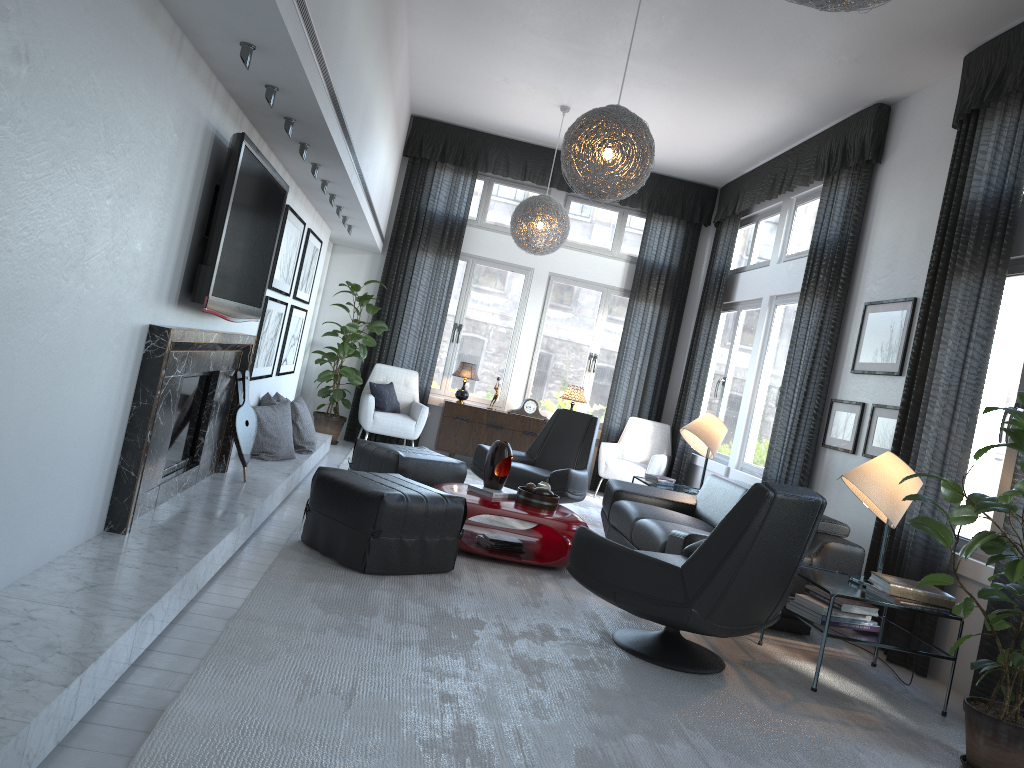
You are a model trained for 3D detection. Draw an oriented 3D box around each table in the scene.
[{"bbox_3d":[1.231,0.994,6.745,0.592,0.411,0.593,12,0,-6],"label":"table"},{"bbox_3d":[1.519,1.100,3.923,0.592,0.411,0.593,12,0,-6],"label":"table"},{"bbox_3d":[-0.041,0.801,5.118,0.941,0.300,0.940,12,1,-6],"label":"table"}]

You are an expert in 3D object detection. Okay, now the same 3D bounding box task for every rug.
[{"bbox_3d":[0.325,1.036,4.737,2.952,0.032,7.773,12,1,-6],"label":"rug"}]

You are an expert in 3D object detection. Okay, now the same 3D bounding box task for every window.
[{"bbox_3d":[-0.454,-0.994,8.962,1.267,2.325,0.133,12,-1,-6],"label":"window"},{"bbox_3d":[2.054,-0.447,8.174,0.133,2.325,1.268,12,-1,-6],"label":"window"},{"bbox_3d":[2.199,-0.394,6.763,0.133,2.325,1.268,12,-1,-6],"label":"window"},{"bbox_3d":[2.466,-0.295,4.142,0.133,2.325,1.268,12,-1,-6],"label":"window"},{"bbox_3d":[0.926,-0.702,9.102,1.267,2.325,0.133,12,-1,-6],"label":"window"}]

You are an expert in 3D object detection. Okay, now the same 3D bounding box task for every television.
[{"bbox_3d":[-1.251,-0.662,4.065,0.128,0.752,1.159,12,0,-6],"label":"television"}]

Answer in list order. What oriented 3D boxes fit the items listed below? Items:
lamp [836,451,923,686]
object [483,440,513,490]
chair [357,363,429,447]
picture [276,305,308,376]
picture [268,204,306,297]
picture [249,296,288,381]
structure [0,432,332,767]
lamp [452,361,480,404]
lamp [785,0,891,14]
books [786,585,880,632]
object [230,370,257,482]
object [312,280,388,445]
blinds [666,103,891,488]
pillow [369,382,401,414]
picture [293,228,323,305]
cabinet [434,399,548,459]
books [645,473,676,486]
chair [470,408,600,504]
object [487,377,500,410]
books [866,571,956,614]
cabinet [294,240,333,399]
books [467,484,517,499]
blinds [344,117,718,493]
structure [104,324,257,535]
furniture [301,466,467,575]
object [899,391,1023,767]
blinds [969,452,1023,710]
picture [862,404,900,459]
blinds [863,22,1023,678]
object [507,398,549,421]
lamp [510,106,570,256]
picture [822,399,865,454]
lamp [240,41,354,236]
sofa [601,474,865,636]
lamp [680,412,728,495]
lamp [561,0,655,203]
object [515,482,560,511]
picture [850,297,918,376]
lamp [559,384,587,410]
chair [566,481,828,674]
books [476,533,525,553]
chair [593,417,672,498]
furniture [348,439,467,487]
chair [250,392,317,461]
[{"bbox_3d":[1.796,0.835,4.425,0.476,1.016,1.164,12,0,20],"label":"lamp"},{"bbox_3d":[-0.082,0.466,5.130,0.152,0.280,0.152,11,-1,34],"label":"object"},{"bbox_3d":[-1.133,0.256,8.373,0.592,0.824,0.614,12,-1,-16],"label":"chair"},{"bbox_3d":[-1.671,-0.328,6.755,0.020,0.523,0.792,12,0,-6],"label":"picture"},{"bbox_3d":[-1.447,-0.843,5.733,0.020,0.523,0.792,12,0,-6],"label":"picture"},{"bbox_3d":[-1.567,-0.290,5.720,0.020,0.523,0.792,12,0,-6],"label":"picture"},{"bbox_3d":[-1.390,0.605,4.045,0.393,0.135,7.212,12,1,-6],"label":"structure"},{"bbox_3d":[-0.460,-0.010,8.601,0.281,0.398,0.280,12,-1,20],"label":"lamp"},{"bbox_3d":[0.880,-1.520,2.068,0.515,1.307,0.511,12,-1,9],"label":"lamp"},{"bbox_3d":[1.416,0.976,3.840,0.321,0.116,0.280,12,1,-21],"label":"books"},{"bbox_3d":[-1.437,0.219,4.740,0.175,0.581,0.197,13,-1,-25],"label":"object"},{"bbox_3d":[-1.551,-0.221,8.245,0.939,1.591,0.636,11,-1,39],"label":"object"},{"bbox_3d":[1.961,-0.331,7.461,0.188,3.280,3.213,12,0,-6],"label":"blinds"},{"bbox_3d":[-1.193,0.123,8.363,0.253,0.296,0.355,12,0,21],"label":"pillow"},{"bbox_3d":[-1.553,-0.882,6.768,0.020,0.523,0.792,12,0,-6],"label":"picture"},{"bbox_3d":[-0.038,0.595,8.689,1.397,0.613,0.386,12,-1,-6],"label":"cabinet"},{"bbox_3d":[1.145,0.744,6.881,0.214,0.050,0.161,12,1,-34],"label":"books"},{"bbox_3d":[0.256,0.578,6.588,0.843,0.811,0.801,12,0,32],"label":"chair"},{"bbox_3d":[-0.167,0.089,8.659,0.096,0.325,0.096,12,-1,-6],"label":"object"},{"bbox_3d":[1.714,0.900,3.823,0.320,0.075,0.278,12,1,-1],"label":"books"},{"bbox_3d":[-1.999,-0.467,8.193,0.191,1.897,1.172,12,-1,-6],"label":"cabinet"},{"bbox_3d":[-0.087,0.624,5.128,0.202,0.030,0.305,13,1,39],"label":"books"},{"bbox_3d":[0.223,-0.724,8.898,3.209,3.280,0.189,12,-1,-6],"label":"blinds"},{"bbox_3d":[-1.673,0.164,4.026,0.520,0.924,1.687,12,0,-6],"label":"structure"},{"bbox_3d":[-0.627,0.657,4.309,0.601,0.378,0.611,12,0,43],"label":"furniture"},{"bbox_3d":[1.724,0.681,3.105,0.784,1.332,0.534,12,-1,5],"label":"object"},{"bbox_3d":[2.359,-0.097,3.366,0.114,3.114,1.081,12,-1,-9],"label":"blinds"},{"bbox_3d":[2.180,0.287,5.155,0.020,0.327,0.428,12,0,-6],"label":"picture"},{"bbox_3d":[2.376,-0.178,3.403,0.188,3.280,3.213,12,0,-6],"label":"blinds"},{"bbox_3d":[0.174,0.234,8.678,0.406,0.181,0.181,12,0,-6],"label":"object"},{"bbox_3d":[0.321,-1.727,7.532,0.511,1.307,0.515,12,-1,-11],"label":"lamp"},{"bbox_3d":[2.125,0.267,5.693,0.020,0.327,0.428,12,0,-6],"label":"picture"},{"bbox_3d":[-1.084,-1.147,4.984,0.052,0.081,4.256,12,1,-6],"label":"lamp"},{"bbox_3d":[1.174,0.894,5.266,0.935,0.617,1.906,12,1,-6],"label":"sofa"},{"bbox_3d":[1.609,0.766,6.263,0.473,1.016,1.172,13,0,-32],"label":"lamp"},{"bbox_3d":[0.602,-1.623,4.800,0.514,1.307,0.513,12,-1,-11],"label":"lamp"},{"bbox_3d":[0.151,0.627,5.050,0.243,0.133,0.241,12,0,32],"label":"object"},{"bbox_3d":[2.273,-0.286,5.438,0.020,0.467,0.589,12,0,-6],"label":"picture"},{"bbox_3d":[0.591,0.213,8.708,0.281,0.398,0.280,12,-1,20],"label":"lamp"},{"bbox_3d":[0.793,0.739,3.640,0.837,0.811,0.807,12,0,-33],"label":"chair"},{"bbox_3d":[-0.061,0.916,5.133,0.271,0.054,0.205,12,1,-30],"label":"books"},{"bbox_3d":[1.195,0.749,8.595,0.595,0.824,0.610,12,-1,24],"label":"chair"},{"bbox_3d":[-0.705,0.615,5.864,0.596,0.378,0.616,12,0,-42],"label":"furniture"},{"bbox_3d":[-1.549,0.281,6.154,0.390,0.431,1.337,12,1,-6],"label":"chair"}]
